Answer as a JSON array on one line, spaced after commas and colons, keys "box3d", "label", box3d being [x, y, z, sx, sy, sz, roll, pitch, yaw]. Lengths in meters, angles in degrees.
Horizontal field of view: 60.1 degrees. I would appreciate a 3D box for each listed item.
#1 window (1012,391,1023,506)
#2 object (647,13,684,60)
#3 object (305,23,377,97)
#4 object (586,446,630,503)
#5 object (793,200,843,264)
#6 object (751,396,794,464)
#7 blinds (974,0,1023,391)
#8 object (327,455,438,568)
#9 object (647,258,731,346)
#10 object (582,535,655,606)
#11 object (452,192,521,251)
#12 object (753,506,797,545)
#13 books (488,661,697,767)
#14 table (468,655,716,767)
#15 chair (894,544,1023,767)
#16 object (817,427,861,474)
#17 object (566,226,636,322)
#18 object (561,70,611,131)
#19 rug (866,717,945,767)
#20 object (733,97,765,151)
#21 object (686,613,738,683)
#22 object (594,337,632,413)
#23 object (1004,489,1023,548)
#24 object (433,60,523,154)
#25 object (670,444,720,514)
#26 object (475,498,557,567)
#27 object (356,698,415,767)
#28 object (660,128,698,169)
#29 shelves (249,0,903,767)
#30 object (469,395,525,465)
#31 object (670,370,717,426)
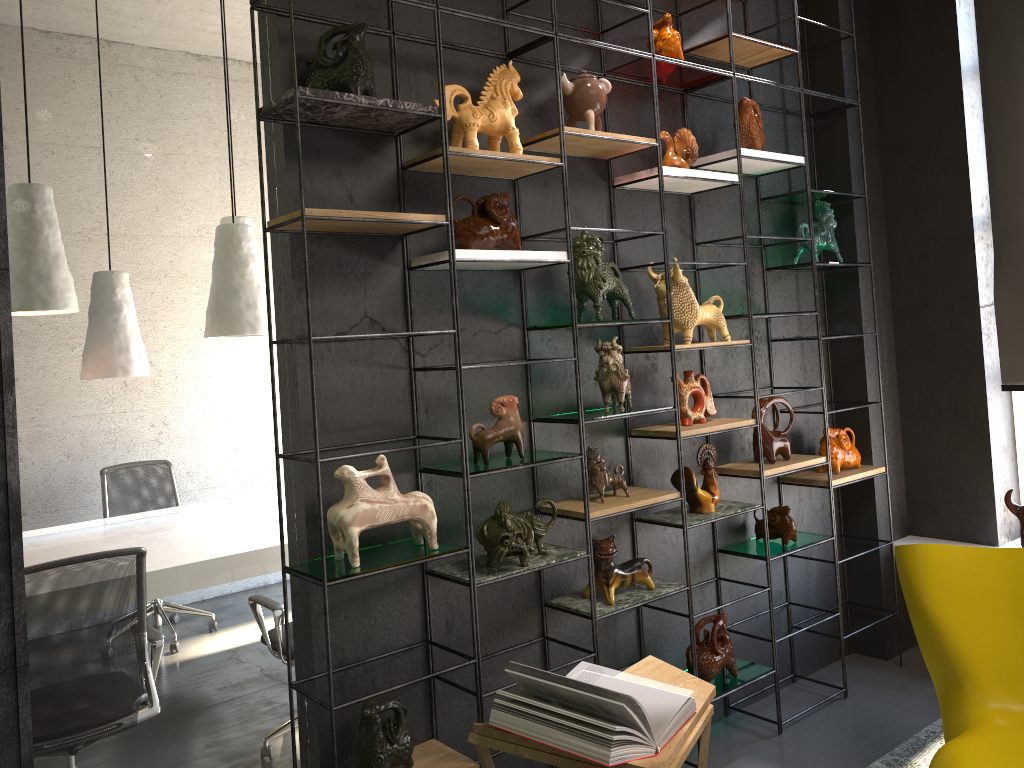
[{"box3d": [3.162, -0.824, 3.547, 0.051, 3.171, 2.303, -2, -1, -39], "label": "window"}, {"box3d": [0.625, -1.403, 3.701, 0.139, 0.222, 0.277, -4, 1, -8], "label": "object"}, {"box3d": [-0.544, -0.966, 2.727, 0.253, 0.250, 0.126, -3, -1, 26], "label": "object"}, {"box3d": [0.351, 0.329, 3.290, 0.183, 0.210, 0.096, -4, -1, -36], "label": "object"}, {"box3d": [1.465, -0.736, 4.260, 0.151, 0.333, 0.290, -4, 0, 44], "label": "object"}, {"box3d": [1.143, 0.200, 3.915, 0.249, 0.290, 0.114, -4, -1, -39], "label": "object"}, {"box3d": [0.928, -0.845, 5.110, 3.527, 3.310, 12.700, -4, 2, -18], "label": "blinds"}, {"box3d": [-0.387, 0.365, 2.677, 0.342, 0.304, 0.164, -4, 0, -34], "label": "object"}, {"box3d": [0.726, -0.332, 3.606, 0.370, 0.352, 0.174, -4, 0, -34], "label": "object"}, {"box3d": [0.415, 0.661, 3.271, 0.310, 0.236, 0.155, -4, 0, -35], "label": "object"}, {"box3d": [-0.095, -0.542, 2.984, 0.278, 0.222, 0.138, -4, 0, -39], "label": "object"}, {"box3d": [1.163, 0.616, 3.927, 0.105, 0.169, 0.210, -3, 1, -39], "label": "object"}, {"box3d": [0.234, 0.890, 2.506, 0.399, 0.233, 0.483, -2, 2, 38], "label": "books"}, {"box3d": [0.333, 1.230, 2.503, 0.735, 0.620, 0.495, -4, 0, -38], "label": "table"}, {"box3d": [1.623, 0.995, 2.832, 0.657, 0.897, 1.071, -4, 1, 21], "label": "chair"}, {"box3d": [1.572, 0.308, 4.249, 0.278, 0.222, 0.138, -4, 0, -38], "label": "object"}, {"box3d": [0.317, -0.408, 3.291, 0.256, 0.357, 0.167, -4, -1, -34], "label": "object"}, {"box3d": [0.275, -1.044, 3.317, 0.164, 0.267, 0.237, -4, 0, 23], "label": "object"}, {"box3d": [2.237, 1.449, 1.736, 2.195, 0.010, 3.589, -6, 3, -39], "label": "rug"}, {"box3d": [1.058, -1.132, 3.950, 0.126, 0.250, 0.254, -4, 0, 21], "label": "object"}, {"box3d": [0.785, 1.070, 3.541, 0.254, 0.250, 0.126, -4, 0, -39], "label": "object"}, {"box3d": [0.369, -0.034, 3.276, 0.131, 0.280, 0.208, -4, 0, 9], "label": "object"}, {"box3d": [2.191, 0.621, 3.550, 0.463, 0.441, 0.219, -4, 0, -34], "label": "object"}, {"box3d": [-0.105, -0.940, 3.013, 0.376, 0.363, 0.169, -4, 0, -44], "label": "object"}, {"box3d": [0.762, 0.383, 3.592, 0.227, 0.271, 0.123, -4, -1, -39], "label": "object"}, {"box3d": [0.002, 0.484, 2.965, 0.191, 0.221, 0.403, -4, 2, 21], "label": "object"}, {"box3d": [-0.378, 1.057, 2.661, 0.126, 0.250, 0.254, -4, 0, 21], "label": "object"}, {"box3d": [0.694, -0.960, 3.650, 0.234, 0.210, 0.107, -4, -1, -22], "label": "object"}, {"box3d": [0.508, -0.477, 3.474, 2.999, 3.913, 0.273, -4, -1, -39], "label": "shelves"}, {"box3d": [-0.051, 0.153, 2.963, 0.118, 0.220, 0.212, -4, 0, 35], "label": "object"}, {"box3d": [0.747, 0.055, 3.628, 0.268, 0.223, 0.060, -4, -1, -38], "label": "object"}]
